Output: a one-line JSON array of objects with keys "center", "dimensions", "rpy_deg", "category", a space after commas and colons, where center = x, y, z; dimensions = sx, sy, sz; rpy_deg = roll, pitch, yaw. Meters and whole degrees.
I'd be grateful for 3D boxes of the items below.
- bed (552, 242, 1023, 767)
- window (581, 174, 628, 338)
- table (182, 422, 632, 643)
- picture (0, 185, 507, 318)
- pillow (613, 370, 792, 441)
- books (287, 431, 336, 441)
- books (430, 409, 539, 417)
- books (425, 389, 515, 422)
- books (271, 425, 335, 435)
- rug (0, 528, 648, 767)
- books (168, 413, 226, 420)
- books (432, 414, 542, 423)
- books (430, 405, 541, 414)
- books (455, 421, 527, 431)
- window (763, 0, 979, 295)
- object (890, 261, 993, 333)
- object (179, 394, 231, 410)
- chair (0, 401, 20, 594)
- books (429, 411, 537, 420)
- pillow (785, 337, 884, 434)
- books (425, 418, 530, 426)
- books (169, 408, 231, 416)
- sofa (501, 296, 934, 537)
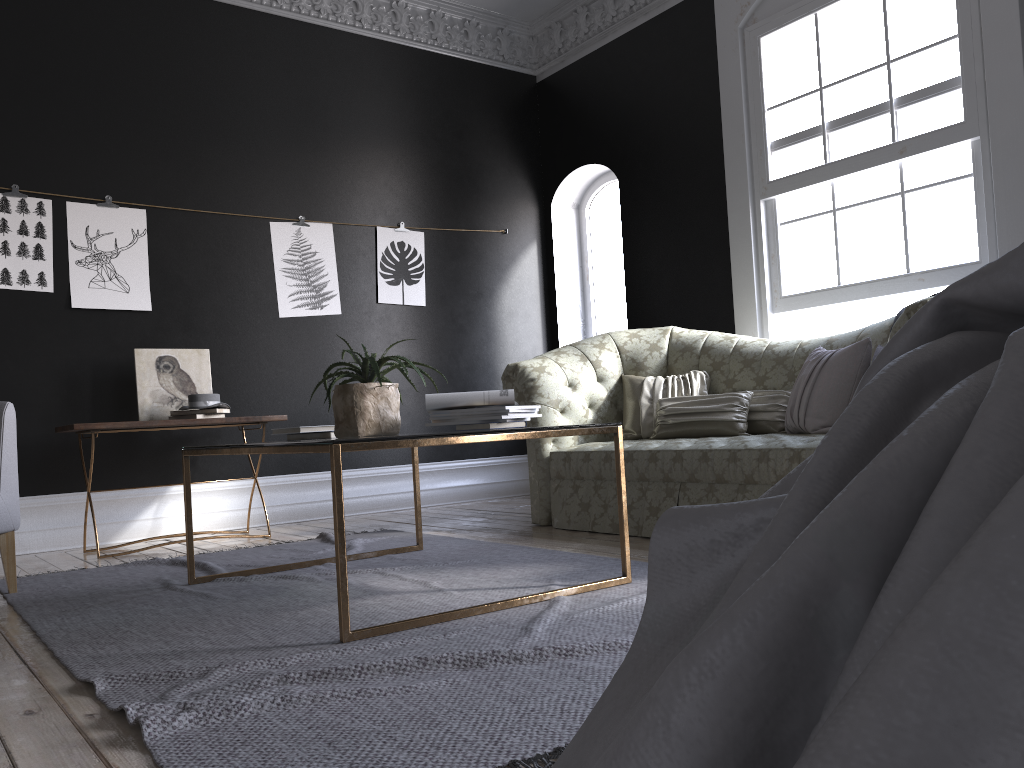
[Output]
[{"center": [1.662, -0.148, 0.414], "dimensions": [3.286, 1.297, 2.765], "rpy_deg": [-6, -3, 42], "category": "bed"}, {"center": [0.886, -0.990, 7.295], "dimensions": [0.112, 1.456, 0.741], "rpy_deg": [-2, -2, -36], "category": "window"}, {"center": [-0.466, 0.474, 3.349], "dimensions": [1.092, 0.558, 1.450], "rpy_deg": [-2, -3, -36], "category": "table"}, {"center": [-1.818, -0.835, 5.909], "dimensions": [4.456, 0.770, 0.058], "rpy_deg": [-1, -2, -36], "category": "picture"}, {"center": [1.009, 0.101, 4.905], "dimensions": [0.529, 0.416, 1.106], "rpy_deg": [-2, -3, -36], "category": "pillow"}, {"center": [-0.786, 0.216, 3.736], "dimensions": [0.290, 0.030, 0.193], "rpy_deg": [-5, -3, 38], "category": "books"}, {"center": [-0.099, 0.106, 3.258], "dimensions": [0.318, 0.011, 0.252], "rpy_deg": [-5, -3, 25], "category": "books"}, {"center": [-0.150, 0.088, 3.310], "dimensions": [0.322, 0.109, 0.273], "rpy_deg": [-3, -2, -1], "category": "books"}, {"center": [-0.842, 0.190, 3.701], "dimensions": [0.220, 0.024, 0.307], "rpy_deg": [-1, -3, -36], "category": "books"}, {"center": [-0.544, 0.739, 3.215], "dimensions": [2.105, 0.050, 3.648], "rpy_deg": [-1, -3, -36], "category": "rug"}, {"center": [-1.849, 0.196, 5.201], "dimensions": [0.269, 0.029, 0.203], "rpy_deg": [-5, -3, 34], "category": "books"}, {"center": [-0.091, 0.127, 3.264], "dimensions": [0.318, 0.011, 0.252], "rpy_deg": [-5, -3, 35], "category": "books"}, {"center": [-0.095, 0.095, 3.250], "dimensions": [0.318, 0.011, 0.252], "rpy_deg": [-5, -3, 30], "category": "books"}, {"center": [-0.080, 0.153, 3.242], "dimensions": [0.162, 0.023, 0.232], "rpy_deg": [-1, -3, -36], "category": "books"}, {"center": [1.996, -1.399, 5.070], "dimensions": [0.056, 1.671, 1.264], "rpy_deg": [-2, -2, -36], "category": "window"}, {"center": [1.987, -0.203, 3.848], "dimensions": [0.517, 0.584, 1.367], "rpy_deg": [-4, -2, 13], "category": "object"}, {"center": [-1.796, 0.105, 5.177], "dimensions": [0.258, 0.087, 0.328], "rpy_deg": [-4, -3, 20], "category": "object"}, {"center": [-2.467, 0.445, 3.351], "dimensions": [0.770, 0.862, 0.819], "rpy_deg": [-3, -2, 4], "category": "chair"}, {"center": [-0.103, 0.118, 3.276], "dimensions": [0.318, 0.011, 0.252], "rpy_deg": [-5, -3, 25], "category": "books"}, {"center": [1.615, 0.009, 4.113], "dimensions": [0.405, 0.461, 0.965], "rpy_deg": [-2, -3, -29], "category": "pillow"}, {"center": [-0.124, 0.141, 3.293], "dimensions": [0.318, 0.011, 0.252], "rpy_deg": [-4, -3, 20], "category": "books"}, {"center": [-1.824, 0.165, 5.190], "dimensions": [0.289, 0.030, 0.193], "rpy_deg": [-4, -3, 5], "category": "books"}, {"center": [1.354, 0.154, 4.556], "dimensions": [1.605, 1.160, 2.816], "rpy_deg": [-2, -3, -35], "category": "sofa"}]
